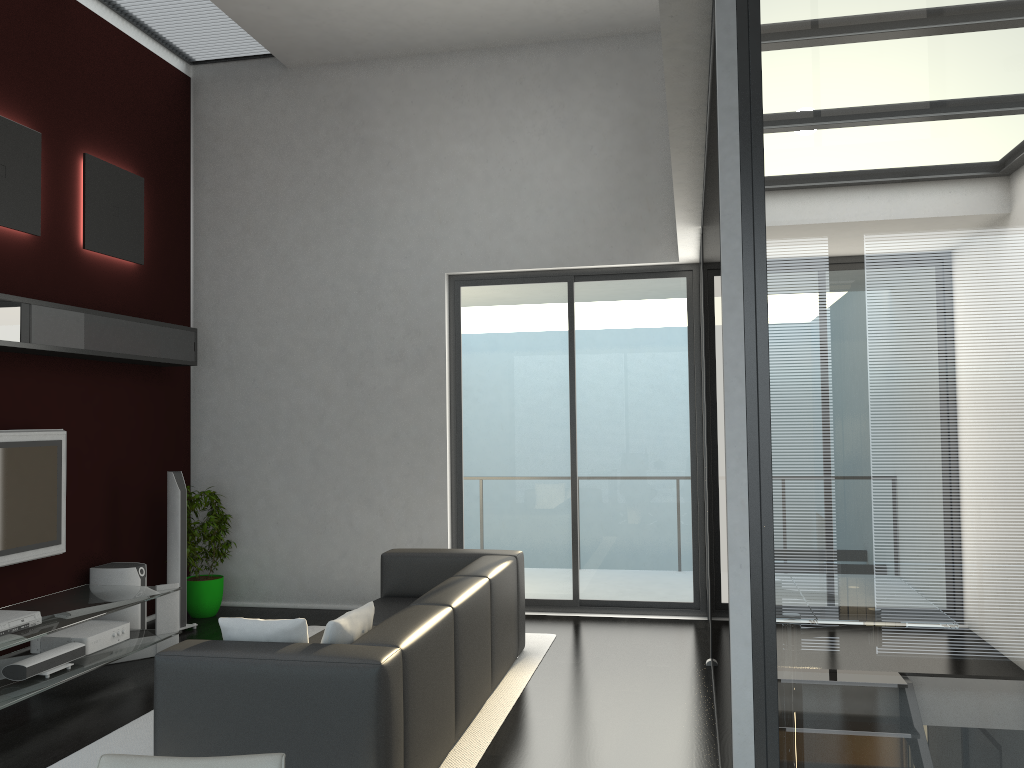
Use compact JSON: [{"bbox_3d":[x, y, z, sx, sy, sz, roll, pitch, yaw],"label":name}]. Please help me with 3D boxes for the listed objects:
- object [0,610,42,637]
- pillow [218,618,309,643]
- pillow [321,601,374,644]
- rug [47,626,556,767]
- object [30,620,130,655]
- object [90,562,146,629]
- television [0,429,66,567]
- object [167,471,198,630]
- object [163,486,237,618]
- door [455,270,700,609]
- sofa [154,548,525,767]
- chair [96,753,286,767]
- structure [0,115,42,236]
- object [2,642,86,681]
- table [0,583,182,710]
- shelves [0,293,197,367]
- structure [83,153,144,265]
[{"bbox_3d":[-2.754,1.277,4.671,0.273,0.073,0.439,-1,-2,11],"label":"object"},{"bbox_3d":[-0.977,1.106,3.573,0.376,0.358,0.186,-1,-2,13],"label":"pillow"},{"bbox_3d":[-0.694,1.103,3.617,0.169,0.361,0.376,-1,-2,13],"label":"pillow"},{"bbox_3d":[-0.966,1.713,4.609,1.875,0.009,3.695,-1,-2,11],"label":"rug"},{"bbox_3d":[-2.688,1.585,5.552,0.412,0.106,0.449,-1,-2,11],"label":"object"},{"bbox_3d":[-2.735,1.536,6.225,0.323,0.518,0.286,-1,-2,11],"label":"object"},{"bbox_3d":[-3.065,0.670,5.064,0.099,0.807,1.436,-1,-2,11],"label":"television"},{"bbox_3d":[-2.482,1.220,6.556,0.215,1.141,0.228,-2,-3,26],"label":"object"},{"bbox_3d":[-2.471,1.299,7.020,0.507,1.068,0.599,-1,-2,-4],"label":"object"},{"bbox_3d":[0.486,0.440,7.000,1.900,2.600,0.050,-1,-2,11],"label":"door"},{"bbox_3d":[-0.634,1.363,4.567,0.943,0.652,2.781,-1,-2,11],"label":"sofa"},{"bbox_3d":[-0.535,1.089,1.187,0.471,0.959,0.612,-1,-2,1],"label":"chair"},{"bbox_3d":[-3.156,-1.308,5.442,0.055,0.676,0.678,-1,-2,11],"label":"structure"},{"bbox_3d":[-2.605,1.550,4.963,0.182,0.090,0.470,-1,-2,11],"label":"object"},{"bbox_3d":[-2.788,1.211,5.013,0.771,1.093,2.046,-1,-2,11],"label":"table"},{"bbox_3d":[-3.358,-0.419,3.702,0.305,0.301,6.988,-1,-2,11],"label":"shelves"},{"bbox_3d":[-2.936,-1.268,6.527,0.055,0.676,0.678,-1,-2,11],"label":"structure"}]
